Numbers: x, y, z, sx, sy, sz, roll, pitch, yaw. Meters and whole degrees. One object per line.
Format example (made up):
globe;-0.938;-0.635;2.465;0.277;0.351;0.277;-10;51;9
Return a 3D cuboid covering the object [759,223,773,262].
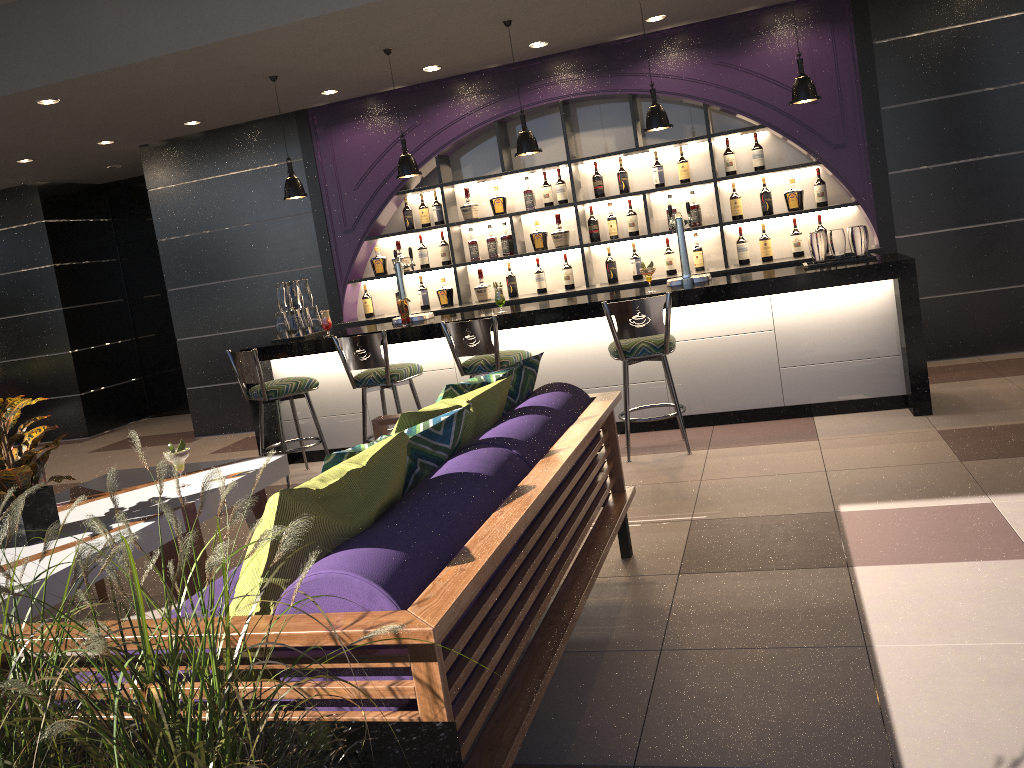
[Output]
object;1.952;-1.092;6.823;0.086;0.297;0.086;-11;6;-24

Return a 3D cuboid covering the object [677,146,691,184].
object;1.347;-1.721;6.969;0.086;0.297;0.086;-11;6;-24

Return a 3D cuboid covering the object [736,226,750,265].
object;1.793;-1.079;6.893;0.086;0.296;0.086;-11;6;-24

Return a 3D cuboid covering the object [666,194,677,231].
object;1.273;-1.366;7.043;0.083;0.280;0.083;-7;6;17

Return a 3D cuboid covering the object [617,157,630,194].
object;0.888;-1.670;7.105;0.086;0.296;0.086;-11;6;-24

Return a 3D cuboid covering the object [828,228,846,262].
object;2.032;-0.860;5.523;0.105;0.208;0.106;-7;6;22

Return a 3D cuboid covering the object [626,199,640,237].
object;0.963;-1.333;7.103;0.086;0.297;0.086;-11;6;-24

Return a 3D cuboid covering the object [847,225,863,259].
object;2.163;-0.885;5.548;0.105;0.208;0.106;-7;6;22

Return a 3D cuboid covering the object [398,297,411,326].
object;-0.728;-0.494;6.036;0.084;0.188;0.067;-4;8;42

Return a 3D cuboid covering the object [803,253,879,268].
object;2.058;-0.773;5.556;0.436;0.018;0.275;-6;9;17

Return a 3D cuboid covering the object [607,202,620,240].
object;0.812;-1.322;7.172;0.080;0.298;0.080;-7;6;19

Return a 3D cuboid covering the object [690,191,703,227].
object;1.437;-1.381;6.973;0.083;0.280;0.083;-5;7;37

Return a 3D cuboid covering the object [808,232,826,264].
object;1.904;-0.838;5.511;0.105;0.208;0.106;-7;6;22

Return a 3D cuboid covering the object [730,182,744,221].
object;1.729;-1.412;6.843;0.086;0.297;0.086;-11;6;-24

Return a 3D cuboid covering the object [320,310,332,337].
object;-1.301;-0.426;6.215;0.069;0.180;0.069;-10;6;-11

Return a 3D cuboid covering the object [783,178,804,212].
object;2.143;-1.436;6.727;0.151;0.246;0.095;-5;7;36

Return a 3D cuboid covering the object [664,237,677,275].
object;1.256;-1.020;7.062;0.086;0.297;0.086;-11;6;-24

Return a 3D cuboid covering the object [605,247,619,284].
object;0.802;-0.965;7.174;0.086;0.296;0.086;-11;6;-24

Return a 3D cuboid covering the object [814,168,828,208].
object;2.328;-1.484;6.688;0.086;0.297;0.086;-11;6;-24

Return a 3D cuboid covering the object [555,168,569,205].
object;0.402;-1.617;7.258;0.086;0.296;0.086;-11;6;-24

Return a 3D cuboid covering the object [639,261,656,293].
object;0.858;-0.674;5.558;0.105;0.196;0.106;-3;8;45

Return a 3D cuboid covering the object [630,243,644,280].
object;0.995;-0.997;7.131;0.086;0.313;0.104;-7;6;22

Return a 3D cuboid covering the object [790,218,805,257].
object;2.180;-1.123;6.781;0.086;0.297;0.086;-11;6;-24

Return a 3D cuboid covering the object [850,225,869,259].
object;2.138;-0.864;5.436;0.105;0.208;0.106;-7;6;22

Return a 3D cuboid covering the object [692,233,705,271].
object;1.477;-1.051;7.036;0.080;0.298;0.080;-7;6;19

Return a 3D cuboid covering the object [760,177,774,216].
object;1.944;-1.437;6.779;0.086;0.296;0.086;-11;6;-24

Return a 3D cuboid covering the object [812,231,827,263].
object;1.945;-0.860;5.611;0.105;0.208;0.106;-7;6;22

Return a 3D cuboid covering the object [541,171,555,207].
object;0.288;-1.608;7.316;0.086;0.297;0.086;-11;6;-24

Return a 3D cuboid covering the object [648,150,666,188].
object;1.156;-1.707;7.025;0.086;0.313;0.104;-7;6;22

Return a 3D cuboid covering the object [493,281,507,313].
object;-0.082;-0.577;5.843;0.069;0.210;0.069;-9;6;0

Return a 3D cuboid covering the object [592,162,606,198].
object;0.695;-1.649;7.164;0.086;0.297;0.086;-11;6;-24

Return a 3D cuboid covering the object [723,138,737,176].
object;1.688;-1.761;6.873;0.086;0.297;0.086;-11;6;-24

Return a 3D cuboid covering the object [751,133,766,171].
object;1.888;-1.782;6.806;0.086;0.296;0.086;-11;6;-24

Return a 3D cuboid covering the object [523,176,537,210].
object;0.141;-1.578;7.330;0.083;0.280;0.083;-7;6;17

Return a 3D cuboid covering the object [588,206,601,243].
object;0.660;-1.299;7.190;0.086;0.297;0.086;-11;6;-24

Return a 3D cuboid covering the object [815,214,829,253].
object;2.347;-1.140;6.718;0.086;0.297;0.086;-11;6;-24
